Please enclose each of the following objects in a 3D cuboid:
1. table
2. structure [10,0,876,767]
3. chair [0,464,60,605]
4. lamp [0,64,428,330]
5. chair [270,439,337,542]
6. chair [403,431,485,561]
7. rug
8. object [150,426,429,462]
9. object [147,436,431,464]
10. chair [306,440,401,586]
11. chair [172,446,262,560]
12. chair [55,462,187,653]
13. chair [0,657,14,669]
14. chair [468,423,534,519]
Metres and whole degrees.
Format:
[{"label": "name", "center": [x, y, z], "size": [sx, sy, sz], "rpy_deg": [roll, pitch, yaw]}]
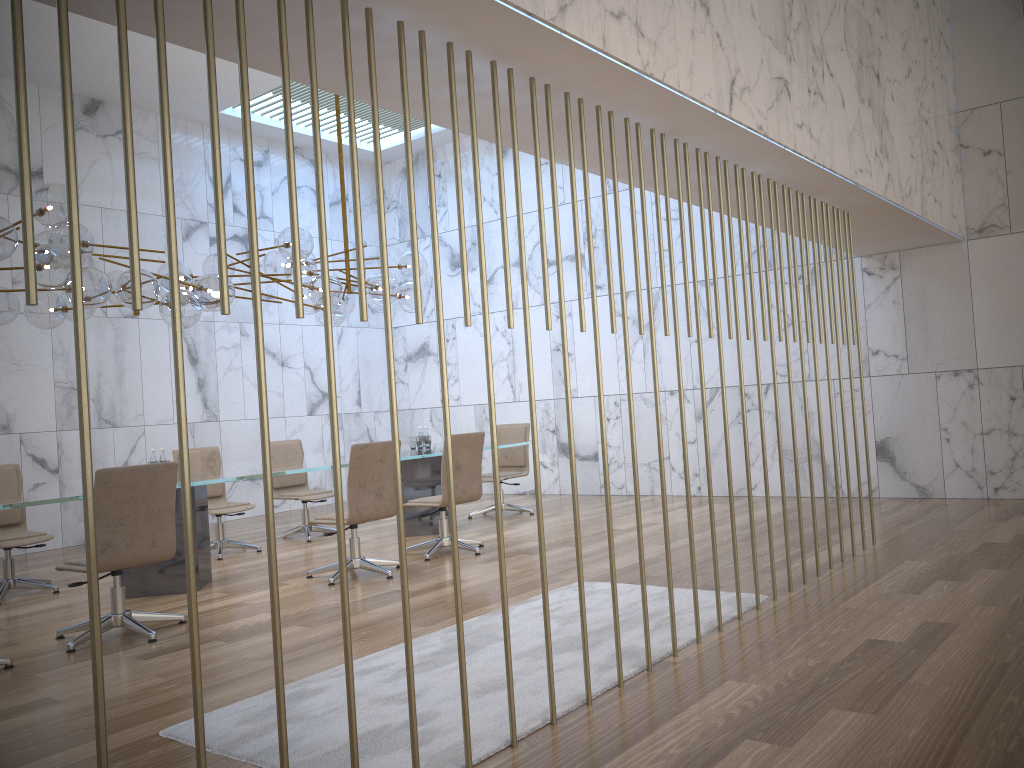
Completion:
[{"label": "table", "center": [-2.609, 1.112, 6.632], "size": [2.092, 0.835, 7.924], "rpy_deg": [-5, -2, 38]}, {"label": "structure", "center": [0.368, 0.027, 3.688], "size": [0.023, 2.456, 7.223], "rpy_deg": [-5, -2, 38]}, {"label": "chair", "center": [-3.891, 1.125, 6.802], "size": [0.697, 1.000, 0.726], "rpy_deg": [-5, -2, 37]}, {"label": "lamp", "center": [-2.870, -1.691, 6.614], "size": [1.557, 2.716, 5.672], "rpy_deg": [-5, -2, 38]}, {"label": "chair", "center": [-2.146, 1.068, 9.051], "size": [0.697, 1.000, 0.726], "rpy_deg": [-5, -2, 37]}, {"label": "chair", "center": [-0.566, 0.921, 7.447], "size": [0.697, 1.000, 0.726], "rpy_deg": [-5, -2, 38]}, {"label": "rug", "center": [0.048, 1.281, 4.263], "size": [1.320, 0.034, 3.025], "rpy_deg": [-5, -2, 37]}, {"label": "object", "center": [-2.458, 0.584, 6.909], "size": [0.124, 0.213, 5.189], "rpy_deg": [-5, -2, 38]}, {"label": "object", "center": [-2.424, 0.629, 6.867], "size": [0.183, 0.117, 5.112], "rpy_deg": [-5, -2, 38]}, {"label": "chair", "center": [-1.174, 0.941, 6.663], "size": [0.697, 1.000, 0.726], "rpy_deg": [-5, -2, 38]}, {"label": "chair", "center": [-2.759, 1.088, 8.260], "size": [0.697, 1.000, 0.726], "rpy_deg": [-5, -2, 37]}, {"label": "chair", "center": [-2.308, 0.977, 5.201], "size": [0.697, 1.000, 0.726], "rpy_deg": [-5, -2, 38]}, {"label": "chair", "center": [-2.921, 0.997, 4.411], "size": [0.697, 1.000, 0.726], "rpy_deg": [-5, -2, 38]}, {"label": "chair", "center": [-0.129, 0.955, 9.839], "size": [0.726, 1.000, 0.697], "rpy_deg": [-5, -2, 38]}]
